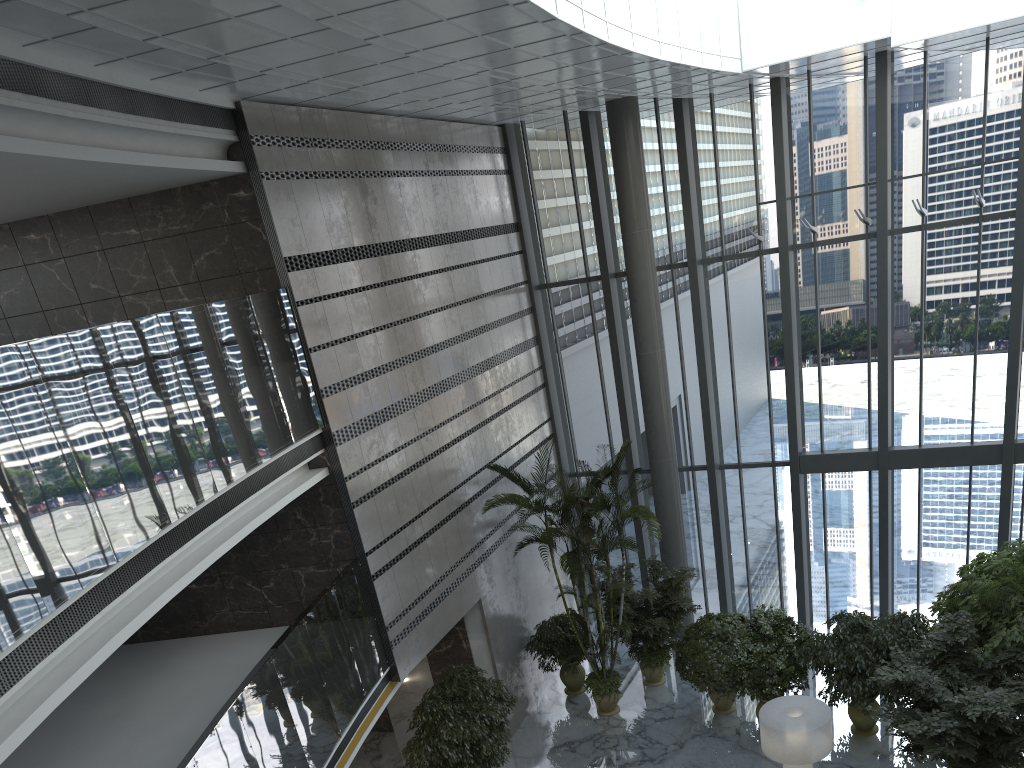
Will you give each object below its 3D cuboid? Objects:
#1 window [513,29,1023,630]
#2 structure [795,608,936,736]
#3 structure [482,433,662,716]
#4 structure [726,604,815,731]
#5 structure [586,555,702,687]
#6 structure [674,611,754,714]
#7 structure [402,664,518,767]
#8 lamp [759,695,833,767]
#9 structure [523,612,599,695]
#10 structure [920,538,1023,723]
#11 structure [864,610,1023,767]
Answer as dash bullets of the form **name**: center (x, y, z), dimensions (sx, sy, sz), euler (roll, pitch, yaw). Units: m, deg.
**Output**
- **window**: center (2.019, 0.967, 7.181), dimensions (13.170, 11.077, 17.572), euler (2, 18, 39)
- **structure**: center (5.031, 4.090, 12.129), dimensions (1.590, 2.084, 1.896), euler (-21, 20, -31)
- **structure**: center (1.187, 3.088, 13.204), dimensions (2.469, 5.126, 2.266), euler (2, 23, 30)
- **structure**: center (3.785, 4.203, 12.600), dimensions (1.320, 2.166, 1.179), euler (-25, 24, -36)
- **structure**: center (2.265, 3.995, 14.363), dimensions (1.859, 2.528, 1.694), euler (-7, 18, 10)
- **structure**: center (3.284, 4.355, 13.394), dimensions (1.435, 1.774, 1.450), euler (-12, 17, -6)
- **structure**: center (-0.664, 5.097, 12.146), dimensions (1.959, 2.176, 1.536), euler (-21, 21, -31)
- **lamp**: center (3.529, 4.761, 10.576), dimensions (0.802, 1.839, 0.794), euler (8, 27, 40)
- **structure**: center (0.870, 4.628, 14.644), dimensions (1.375, 1.703, 1.044), euler (-17, 20, -20)
- **structure**: center (6.916, 3.326, 11.054), dimensions (3.660, 3.263, 2.983), euler (1, 20, 37)
- **structure**: center (5.391, 4.092, 10.305), dimensions (2.219, 2.568, 2.139), euler (-7, 17, 12)
